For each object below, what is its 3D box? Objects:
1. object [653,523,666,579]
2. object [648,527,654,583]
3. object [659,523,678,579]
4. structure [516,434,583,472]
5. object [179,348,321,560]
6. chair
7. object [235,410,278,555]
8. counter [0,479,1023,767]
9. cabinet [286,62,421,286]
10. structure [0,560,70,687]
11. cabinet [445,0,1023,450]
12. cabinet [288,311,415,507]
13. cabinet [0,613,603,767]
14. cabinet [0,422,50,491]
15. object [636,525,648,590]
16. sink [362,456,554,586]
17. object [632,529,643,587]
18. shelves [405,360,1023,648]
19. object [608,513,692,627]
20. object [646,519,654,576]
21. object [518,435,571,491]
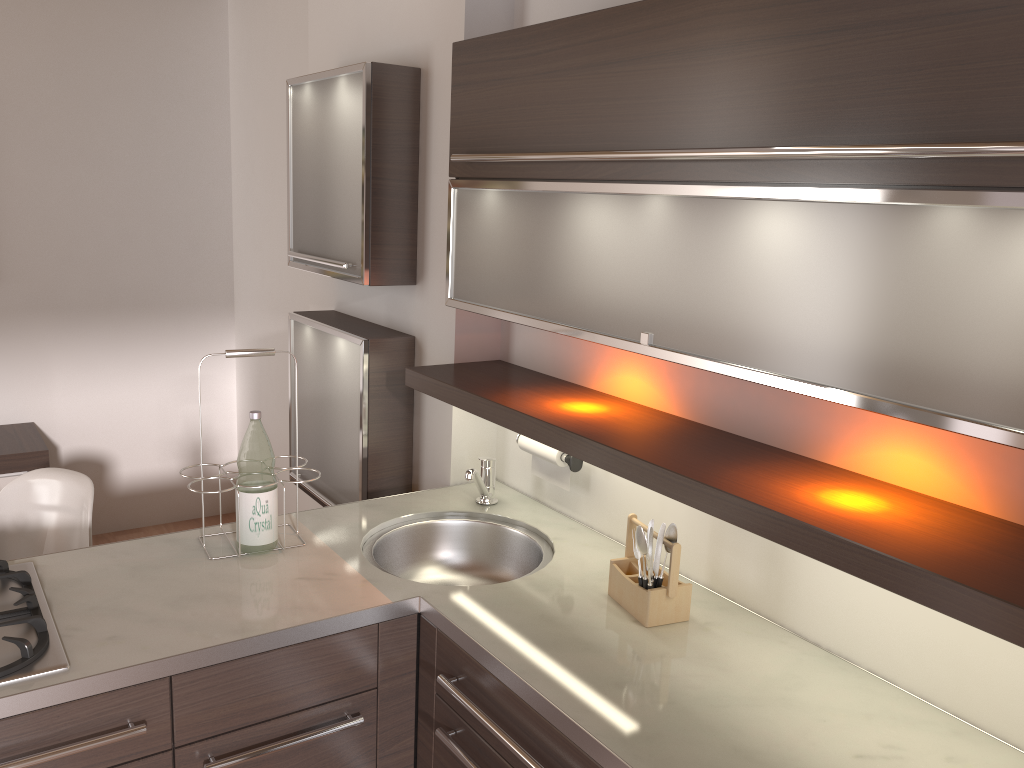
[{"bbox_3d":[0.285,0.366,1.754,0.020,0.196,0.017,0,12,-12],"label":"object"},{"bbox_3d":[0.272,0.369,1.736,0.023,0.196,0.018,-5,14,-32],"label":"object"},{"bbox_3d":[0.300,0.365,1.747,0.042,0.192,0.040,5,12,13],"label":"object"},{"bbox_3d":[0.111,0.165,2.252,0.087,0.049,0.237,-6,14,-34],"label":"structure"},{"bbox_3d":[-0.593,0.144,2.009,0.291,0.453,0.210,-4,14,-29],"label":"object"},{"bbox_3d":[-1.477,0.725,2.498,0.491,0.847,0.608,8,13,25],"label":"chair"},{"bbox_3d":[-0.569,0.217,1.977,0.091,0.319,0.091,3,12,0],"label":"object"},{"bbox_3d":[-0.420,0.562,1.250,2.150,0.036,1.850,-6,14,-34],"label":"counter"},{"bbox_3d":[-0.550,-0.622,2.650,0.619,0.600,0.172,13,16,40],"label":"cabinet"},{"bbox_3d":[-1.207,0.441,1.457,0.797,0.047,0.494,-6,14,-34],"label":"structure"},{"bbox_3d":[-0.322,-0.508,1.124,2.058,1.032,1.399,-4,14,-30],"label":"cabinet"},{"bbox_3d":[-0.545,0.102,2.854,0.194,0.600,0.598,-6,14,-34],"label":"cabinet"},{"bbox_3d":[-0.440,1.004,1.345,2.150,0.870,1.850,-6,14,-34],"label":"cabinet"},{"bbox_3d":[-2.765,0.587,3.445,1.740,0.608,0.540,-6,14,-34],"label":"cabinet"},{"bbox_3d":[0.255,0.367,1.727,0.042,0.192,0.040,5,12,12],"label":"object"},{"bbox_3d":[-0.137,0.391,2.115,0.450,0.347,0.494,-4,14,-28],"label":"sink"},{"bbox_3d":[0.255,0.373,1.758,0.044,0.178,0.019,9,14,30],"label":"object"},{"bbox_3d":[0.365,0.149,1.698,0.313,0.050,1.850,-6,14,-34],"label":"shelves"},{"bbox_3d":[0.280,0.372,1.795,0.100,0.170,0.173,-2,13,-23],"label":"object"},{"bbox_3d":[0.274,0.364,1.758,0.018,0.196,0.022,-5,14,-32],"label":"object"},{"bbox_3d":[0.081,0.197,2.256,0.053,0.119,0.165,-6,15,-34],"label":"object"}]
